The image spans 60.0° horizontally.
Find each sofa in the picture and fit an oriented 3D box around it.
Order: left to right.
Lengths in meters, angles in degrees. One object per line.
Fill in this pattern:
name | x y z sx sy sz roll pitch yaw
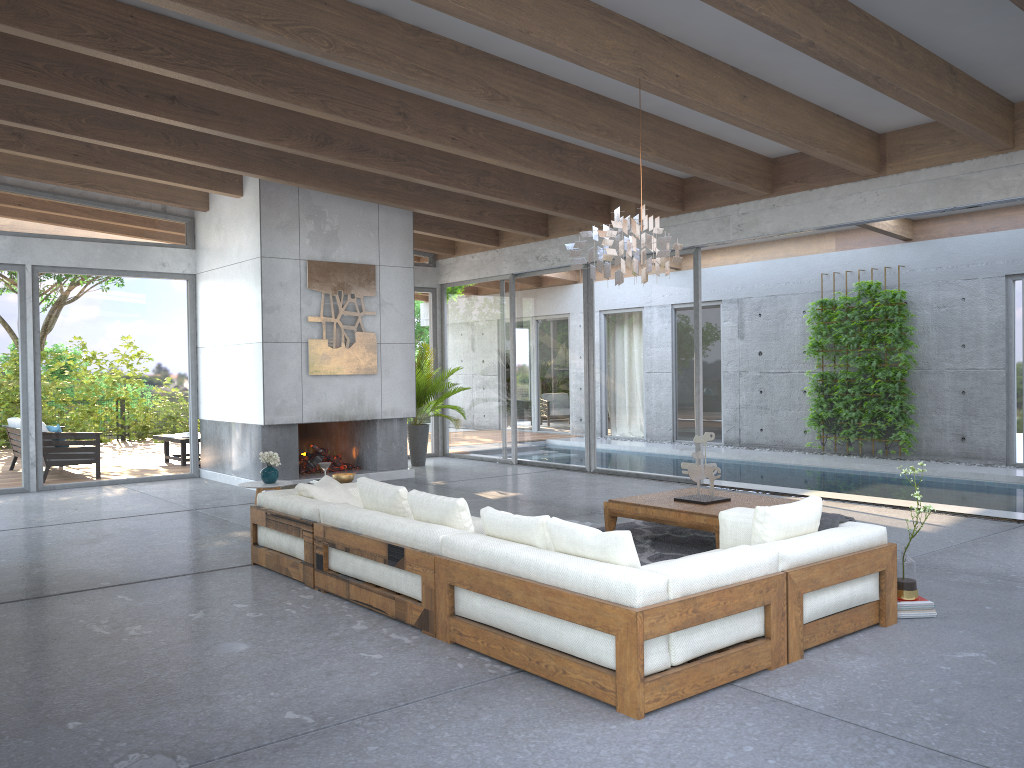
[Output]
sofa | 0.075 0.960 5.467 1.965 0.777 3.733 -2 1 -39

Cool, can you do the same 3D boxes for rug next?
rug | 0.988 1.209 6.393 3.186 0.056 2.187 -2 1 -38

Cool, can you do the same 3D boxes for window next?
window | 1.535 -0.638 6.387 14.294 3.764 23.280 -2 1 -39

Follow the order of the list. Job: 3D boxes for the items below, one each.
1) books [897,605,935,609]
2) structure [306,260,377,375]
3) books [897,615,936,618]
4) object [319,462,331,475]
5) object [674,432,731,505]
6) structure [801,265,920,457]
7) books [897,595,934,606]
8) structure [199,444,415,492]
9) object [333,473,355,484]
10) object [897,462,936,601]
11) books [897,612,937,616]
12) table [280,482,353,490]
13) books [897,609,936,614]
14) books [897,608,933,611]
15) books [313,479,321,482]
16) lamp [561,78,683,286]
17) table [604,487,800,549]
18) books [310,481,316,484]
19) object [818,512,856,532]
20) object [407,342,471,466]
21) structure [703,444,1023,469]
books | 2.137 1.185 4.863 0.219 0.012 0.286 -1 1 -4
structure | -2.041 -0.785 10.675 0.919 1.351 0.041 -2 1 -39
books | 2.138 1.235 4.858 0.219 0.012 0.286 -1 1 -4
object | -1.452 0.720 6.894 0.099 0.212 0.099 -1 1 -8
object | 1.418 0.618 6.694 0.346 0.518 0.379 -2 1 -39
structure | 5.774 -0.269 8.621 2.739 2.687 10.282 -1 1 -22
books | 2.133 1.173 4.865 0.219 0.012 0.286 -1 1 -4
structure | -2.720 0.927 11.574 2.012 0.595 2.203 -2 1 -39
object | -1.351 0.773 7.119 0.173 0.097 0.173 0 1 31
object | 2.168 0.792 4.788 0.171 0.750 0.238 -1 1 -18
books | 2.141 1.222 4.853 0.219 0.012 0.286 -1 1 -4
table | -1.494 1.044 7.089 0.725 0.441 0.725 -1 1 13
books | 2.138 1.210 4.857 0.219 0.012 0.286 -1 1 -4
books | 2.130 1.198 4.869 0.219 0.012 0.286 -1 1 -4
books | -1.490 0.799 7.314 0.205 0.012 0.290 -1 1 -34
lamp | 0.727 -1.351 5.973 0.862 1.400 0.636 -1 1 8
table | 1.459 1.052 6.699 1.048 0.352 1.112 -2 1 -39
books | -1.497 0.813 7.311 0.220 0.015 0.303 -2 1 -39
object | 1.565 1.058 4.808 0.857 0.704 0.472 -2 1 -42
object | -1.362 0.267 12.790 1.484 1.819 1.798 -1 1 -32
structure | 5.669 1.080 12.414 0.477 0.068 13.673 -2 1 -39
